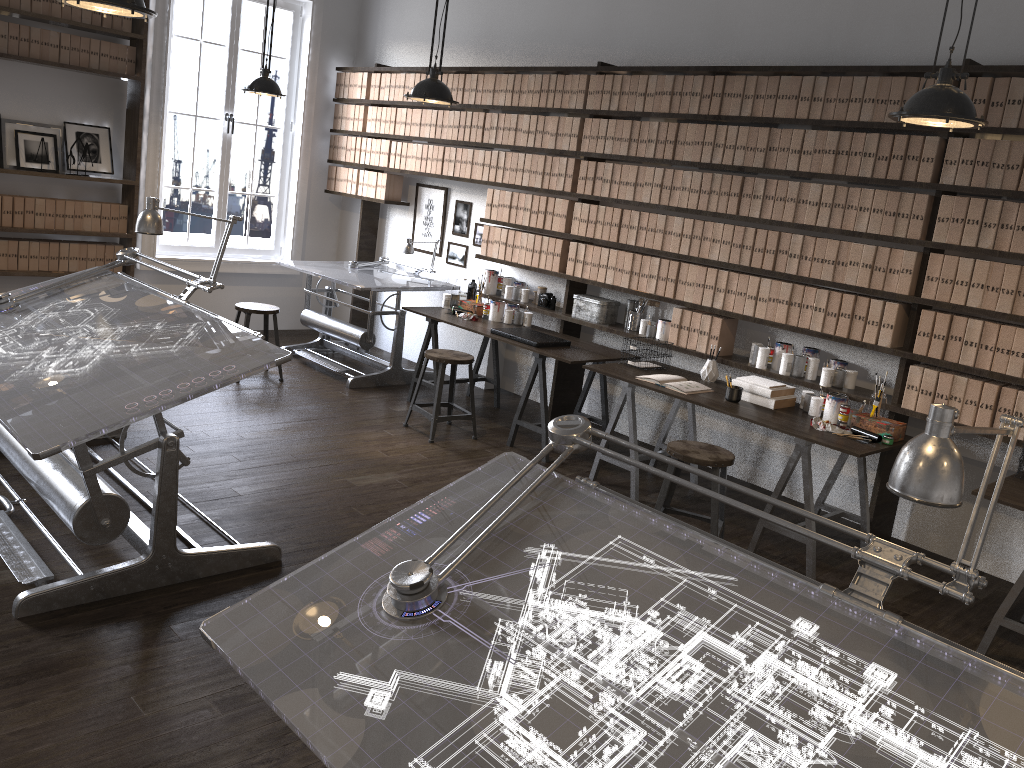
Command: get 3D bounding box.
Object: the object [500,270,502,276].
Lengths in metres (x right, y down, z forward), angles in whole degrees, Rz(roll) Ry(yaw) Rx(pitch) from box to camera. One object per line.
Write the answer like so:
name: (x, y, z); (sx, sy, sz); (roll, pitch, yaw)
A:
object: (-0.099, -0.786, 6.716); (0.005, 0.161, 0.041); (15, 13, 37)

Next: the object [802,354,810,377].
object: (1.609, -0.098, 4.879); (0.045, 0.126, 0.045); (2, 12, -26)

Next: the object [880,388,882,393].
object: (1.782, 0.086, 4.303); (0.005, 0.134, 0.005); (0, 12, -35)

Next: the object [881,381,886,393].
object: (1.777, 0.069, 4.288); (0.008, 0.184, 0.072); (7, 10, -2)

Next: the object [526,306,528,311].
object: (0.093, -0.487, 6.243); (0.030, 0.132, 0.004); (16, 13, 40)

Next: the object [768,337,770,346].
object: (1.468, -0.184, 5.062); (0.009, 0.167, 0.041); (-1, 13, -40)

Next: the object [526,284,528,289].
object: (0.100, -0.674, 6.479); (0.005, 0.117, 0.036); (3, 11, -23)

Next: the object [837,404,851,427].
object: (1.641, 0.159, 4.381); (0.049, 0.111, 0.050); (-1, 14, -40)

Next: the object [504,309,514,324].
object: (-0.025, -0.471, 6.195); (0.062, 0.093, 0.062); (7, 11, -4)

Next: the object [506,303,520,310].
object: (0.003, -0.505, 6.301); (0.094, 0.127, 0.095); (-2, 14, -40)

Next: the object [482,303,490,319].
object: (-0.181, -0.517, 6.282); (0.050, 0.111, 0.049); (17, 14, 41)

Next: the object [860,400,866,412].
object: (1.722, 0.148, 4.383); (0.005, 0.146, 0.033); (-2, 14, -44)

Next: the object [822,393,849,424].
object: (1.626, 0.127, 4.453); (0.104, 0.140, 0.106); (-1, 14, -36)

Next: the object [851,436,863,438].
object: (1.604, 0.248, 4.199); (0.119, 0.006, 0.008); (9, 12, 5)

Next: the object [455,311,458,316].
object: (-0.388, -0.498, 6.270); (0.011, 0.017, 0.173); (5, 13, -13)

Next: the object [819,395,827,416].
object: (1.604, 0.112, 4.586); (0.044, 0.100, 0.045); (-2, 14, -43)

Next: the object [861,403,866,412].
object: (1.728, 0.148, 4.400); (0.041, 0.123, 0.005); (17, 14, 41)

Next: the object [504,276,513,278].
object: (-0.033, -0.758, 6.758); (0.070, 0.129, 0.071); (8, 11, 2)

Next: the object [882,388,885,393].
object: (1.782, 0.089, 4.288); (0.005, 0.146, 0.033); (7, 10, -1)

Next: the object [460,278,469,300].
object: (-0.360, -0.661, 6.514); (0.069, 0.235, 0.068); (17, 14, 42)

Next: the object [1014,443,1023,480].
object: (2.341, 0.360, 3.801); (0.286, 0.159, 0.204); (17, 15, 37)

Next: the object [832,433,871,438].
object: (1.606, 0.243, 4.189); (0.172, 0.017, 0.011); (11, 11, 14)

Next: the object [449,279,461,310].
object: (-0.412, -0.653, 6.465); (0.069, 0.227, 0.068); (17, 14, 42)

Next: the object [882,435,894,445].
object: (1.765, 0.262, 4.158); (0.049, 0.037, 0.049); (-3, 15, -40)

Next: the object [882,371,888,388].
object: (1.792, 0.049, 4.296); (0.020, 0.226, 0.007); (5, 10, -13)

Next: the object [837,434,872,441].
object: (1.617, 0.253, 4.185); (0.158, 0.005, 0.005); (10, 12, 11)

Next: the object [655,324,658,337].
object: (0.932, -0.338, 5.585); (0.044, 0.100, 0.045); (-2, 14, -41)

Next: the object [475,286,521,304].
object: (-0.100, -0.647, 6.438); (0.344, 0.145, 0.078); (3, 12, -21)

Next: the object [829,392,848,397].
object: (1.671, 0.114, 4.561); (0.095, 0.127, 0.094); (17, 15, 41)

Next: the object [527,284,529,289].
object: (0.107, -0.671, 6.474); (0.004, 0.132, 0.030); (3, 11, -22)

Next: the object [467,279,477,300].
object: (-0.299, -0.662, 6.572); (0.069, 0.227, 0.068); (17, 14, 42)

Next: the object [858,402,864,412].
object: (1.712, 0.145, 4.385); (0.005, 0.129, 0.040); (-3, 14, -45)

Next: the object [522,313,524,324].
object: (0.075, -0.464, 6.267); (0.054, 0.079, 0.055); (-3, 15, -43)

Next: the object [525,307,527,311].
object: (0.084, -0.489, 6.245); (0.036, 0.117, 0.005); (16, 13, 39)

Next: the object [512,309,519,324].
object: (0.021, -0.475, 6.238); (0.044, 0.100, 0.045); (-3, 15, -44)

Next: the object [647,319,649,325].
object: (0.858, -0.355, 5.561); (0.035, 0.102, 0.004); (17, 13, 41)

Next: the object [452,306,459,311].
object: (-0.410, -0.545, 6.427); (0.049, 0.037, 0.049); (18, 16, 41)

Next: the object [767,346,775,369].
object: (1.450, -0.148, 5.003); (0.044, 0.126, 0.045); (-2, 14, -43)

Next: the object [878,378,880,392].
object: (1.781, 0.065, 4.306); (0.006, 0.180, 0.054); (7, 10, -2)

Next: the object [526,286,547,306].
object: (0.182, -0.614, 6.349); (0.107, 0.160, 0.238); (10, 12, 11)

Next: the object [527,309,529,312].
object: (0.097, -0.483, 6.261); (0.035, 0.102, 0.004); (16, 13, 38)

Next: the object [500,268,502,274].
object: (-0.098, -0.787, 6.727); (0.005, 0.183, 0.034); (16, 13, 38)

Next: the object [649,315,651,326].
object: (0.872, -0.368, 5.575); (0.041, 0.124, 0.008); (15, 12, 34)

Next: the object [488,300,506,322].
object: (-0.106, -0.516, 6.260); (0.105, 0.140, 0.104); (16, 14, 37)

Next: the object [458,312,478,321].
object: (-0.306, -0.482, 6.197); (0.132, 0.050, 0.199); (4, 13, -15)

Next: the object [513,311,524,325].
object: (0.044, -0.460, 6.186); (0.062, 0.092, 0.064); (8, 11, 5)

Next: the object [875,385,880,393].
object: (1.765, 0.080, 4.293); (0.038, 0.152, 0.008); (8, 10, 5)

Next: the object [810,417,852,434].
object: (1.541, 0.203, 4.271); (0.197, 0.050, 0.133); (11, 13, 16)

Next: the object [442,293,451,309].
object: (-0.477, -0.609, 6.516); (0.068, 0.103, 0.069); (-1, 14, -39)

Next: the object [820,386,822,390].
object: (1.620, 0.079, 4.651); (0.004, 0.132, 0.030); (-1, 13, -39)

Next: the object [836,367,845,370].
object: (1.750, -0.039, 4.744); (0.044, 0.101, 0.045); (15, 13, 36)

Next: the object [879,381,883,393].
object: (1.770, 0.073, 4.284); (0.021, 0.178, 0.006); (3, 11, -25)

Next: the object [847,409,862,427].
object: (1.703, 0.173, 4.409); (0.059, 0.088, 0.060); (-1, 14, -39)

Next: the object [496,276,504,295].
object: (-0.089, -0.742, 6.653); (0.051, 0.138, 0.051); (17, 14, 42)

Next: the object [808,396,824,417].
object: (1.559, 0.117, 4.543); (0.062, 0.093, 0.062); (9, 11, 5)

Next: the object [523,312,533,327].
object: (0.111, -0.452, 6.187); (0.062, 0.093, 0.062); (8, 11, 5)
